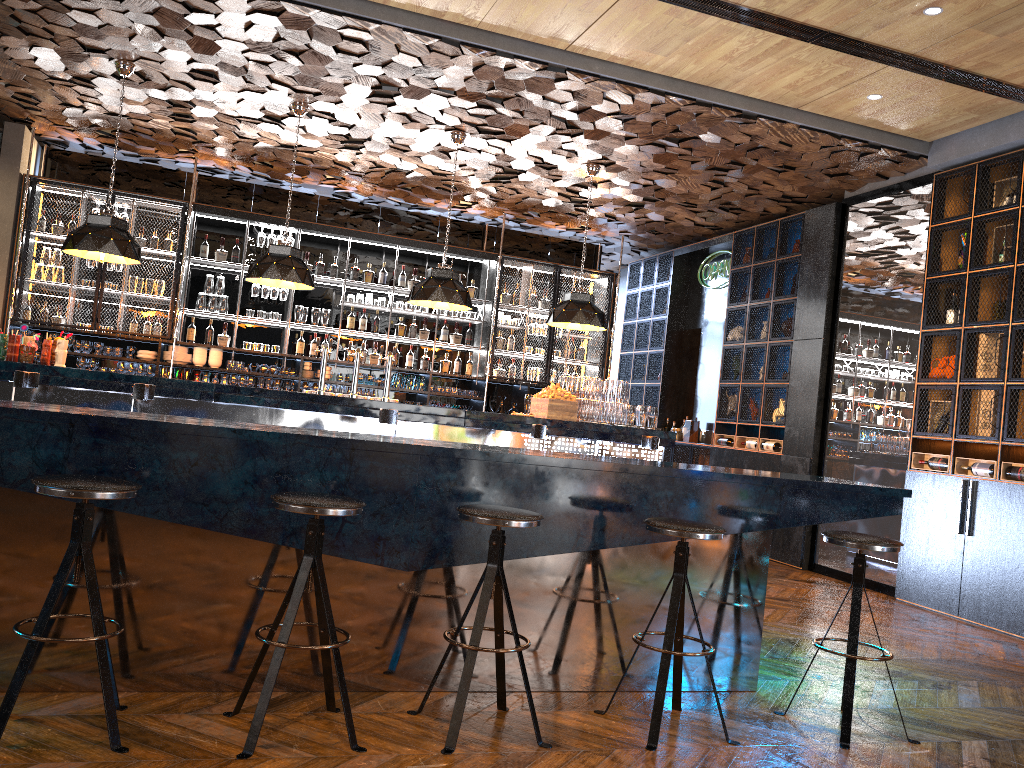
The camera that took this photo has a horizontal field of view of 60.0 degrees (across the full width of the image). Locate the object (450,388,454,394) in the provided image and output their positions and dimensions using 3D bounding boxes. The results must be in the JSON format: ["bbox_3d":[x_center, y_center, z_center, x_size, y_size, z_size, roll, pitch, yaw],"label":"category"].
[{"bbox_3d":[-0.705,0.087,10.659,0.084,0.082,0.084,6,-2,-13],"label":"object"}]

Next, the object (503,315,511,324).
[{"bbox_3d":[-0.058,-0.795,10.932,0.089,0.092,0.089,6,-2,7],"label":"object"}]

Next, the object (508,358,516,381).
[{"bbox_3d":[0.004,-0.175,11.011,0.086,0.299,0.086,5,-2,30],"label":"object"}]

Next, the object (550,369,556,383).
[{"bbox_3d":[0.494,-0.074,11.084,0.105,0.209,0.105,7,-2,-34],"label":"object"}]

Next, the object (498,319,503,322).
[{"bbox_3d":[-0.148,-0.808,10.875,0.089,0.092,0.089,6,-2,7],"label":"object"}]

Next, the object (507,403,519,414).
[{"bbox_3d":[0.017,0.359,10.862,0.158,0.248,0.158,7,-2,-24],"label":"object"}]

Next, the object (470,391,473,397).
[{"bbox_3d":[-0.467,0.120,10.727,0.098,0.070,0.088,6,-2,8],"label":"object"}]

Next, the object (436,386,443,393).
[{"bbox_3d":[-0.861,0.065,10.504,0.084,0.082,0.084,7,-2,-18],"label":"object"}]

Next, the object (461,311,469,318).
[{"bbox_3d":[-0.573,-0.836,10.736,0.089,0.092,0.089,5,-2,20],"label":"object"}]

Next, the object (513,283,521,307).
[{"bbox_3d":[0.063,-1.107,11.031,0.086,0.297,0.086,5,-2,30],"label":"object"}]

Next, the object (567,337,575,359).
[{"bbox_3d":[0.761,-0.451,11.271,0.086,0.299,0.086,5,-2,30],"label":"object"}]

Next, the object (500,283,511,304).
[{"bbox_3d":[-0.074,-1.114,10.966,0.123,0.279,0.123,6,-2,-10],"label":"object"}]

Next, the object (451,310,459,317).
[{"bbox_3d":[-0.694,-0.849,10.735,0.089,0.092,0.089,7,-2,-19],"label":"object"}]

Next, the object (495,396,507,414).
[{"bbox_3d":[-0.131,0.310,10.871,0.170,0.313,0.170,7,-2,-24],"label":"object"}]

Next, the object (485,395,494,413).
[{"bbox_3d":[-0.298,0.293,10.814,0.186,0.307,0.186,7,-2,-13],"label":"object"}]

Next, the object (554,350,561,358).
[{"bbox_3d":[0.569,-0.373,11.157,0.089,0.092,0.089,7,-3,-34],"label":"object"}]

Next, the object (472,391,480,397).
[{"bbox_3d":[-0.433,0.121,10.635,0.088,0.070,0.098,6,-2,-9],"label":"object"}]

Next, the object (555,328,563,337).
[{"bbox_3d":[0.593,-0.710,11.113,0.092,0.244,0.092,7,-2,-24],"label":"object"}]

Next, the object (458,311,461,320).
[{"bbox_3d":[-0.654,-0.840,10.875,0.089,0.092,0.089,7,-2,-33],"label":"object"}]

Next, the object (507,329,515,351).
[{"bbox_3d":[-0.008,-0.540,11.018,0.086,0.298,0.086,5,-2,30],"label":"object"}]

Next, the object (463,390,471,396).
[{"bbox_3d":[-0.544,0.109,10.649,0.088,0.070,0.098,5,-2,16],"label":"object"}]

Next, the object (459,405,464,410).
[{"bbox_3d":[-0.608,0.341,10.859,0.107,0.152,0.107,7,-2,-13],"label":"object"}]

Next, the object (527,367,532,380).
[{"bbox_3d":[0.236,-0.101,11.114,0.105,0.209,0.105,7,-2,-34],"label":"object"}]

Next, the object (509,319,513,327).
[{"bbox_3d":[0.015,-0.760,11.117,0.089,0.092,0.089,6,-2,7],"label":"object"}]

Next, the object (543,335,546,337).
[{"bbox_3d":[0.442,-0.721,11.236,0.092,0.244,0.092,7,-2,-24],"label":"object"}]

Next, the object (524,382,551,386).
[{"bbox_3d":[0.367,0.008,11.075,0.437,0.019,0.273,7,-2,-19],"label":"object"}]

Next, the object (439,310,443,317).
[{"bbox_3d":[-0.843,-0.862,10.800,0.089,0.092,0.089,5,-2,25],"label":"object"}]

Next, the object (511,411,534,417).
[{"bbox_3d":[0.087,0.270,7.851,0.198,0.045,0.377,5,-2,20],"label":"object"}]

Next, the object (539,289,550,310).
[{"bbox_3d":[0.409,-1.057,11.148,0.123,0.279,0.123,7,-2,-15],"label":"object"}]

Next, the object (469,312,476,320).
[{"bbox_3d":[-0.481,-0.825,10.774,0.089,0.092,0.089,7,-2,-33],"label":"object"}]

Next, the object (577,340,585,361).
[{"bbox_3d":[0.889,-0.427,11.312,0.083,0.282,0.083,6,-2,-9],"label":"object"}]

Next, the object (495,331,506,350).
[{"bbox_3d":[-0.151,-0.532,10.954,0.151,0.248,0.094,6,-2,-10],"label":"object"}]

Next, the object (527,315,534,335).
[{"bbox_3d":[0.245,-0.744,11.168,0.092,0.244,0.092,7,-2,-24],"label":"object"}]

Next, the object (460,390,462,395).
[{"bbox_3d":[-0.604,0.110,10.838,0.088,0.070,0.098,7,-3,-34],"label":"object"}]

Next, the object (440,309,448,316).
[{"bbox_3d":[-0.820,-0.865,10.660,0.089,0.092,0.089,7,-2,-33],"label":"object"}]

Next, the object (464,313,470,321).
[{"bbox_3d":[-0.555,-0.828,10.922,0.089,0.092,0.089,5,-2,20],"label":"object"}]

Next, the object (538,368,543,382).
[{"bbox_3d":[0.373,-0.086,11.105,0.105,0.209,0.105,7,-2,-34],"label":"object"}]

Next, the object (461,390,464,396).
[{"bbox_3d":[-0.574,0.109,10.742,0.088,0.070,0.098,6,-2,4],"label":"object"}]

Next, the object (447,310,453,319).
[{"bbox_3d":[-0.761,-0.851,10.864,0.089,0.092,0.089,7,-2,-33],"label":"object"}]

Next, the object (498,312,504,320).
[{"bbox_3d":[-0.146,-0.834,10.876,0.089,0.092,0.089,6,-2,7],"label":"object"}]

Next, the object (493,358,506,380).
[{"bbox_3d":[-0.151,-0.183,10.940,0.123,0.279,0.123,7,-2,-30],"label":"object"}]

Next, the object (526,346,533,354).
[{"bbox_3d":[0.210,-0.417,10.990,0.089,0.092,0.089,7,-3,-34],"label":"object"}]

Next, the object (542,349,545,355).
[{"bbox_3d":[0.365,-0.392,11.222,0.089,0.092,0.089,8,-3,-43],"label":"object"}]

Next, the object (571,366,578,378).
[{"bbox_3d":[0.799,-0.079,11.295,0.086,0.298,0.086,5,-2,30],"label":"object"}]

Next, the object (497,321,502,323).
[{"bbox_3d":[-0.151,-0.786,10.874,0.089,0.092,0.089,6,-2,7],"label":"object"}]

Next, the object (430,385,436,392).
[{"bbox_3d":[-0.938,0.056,10.480,0.084,0.082,0.084,7,-2,-26],"label":"object"}]

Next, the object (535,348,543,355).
[{"bbox_3d":[0.336,-0.400,11.093,0.089,0.092,0.089,7,-2,-18],"label":"object"}]

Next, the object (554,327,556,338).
[{"bbox_3d":[0.539,-0.710,11.269,0.092,0.244,0.092,7,-2,-24],"label":"object"}]

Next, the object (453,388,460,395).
[{"bbox_3d":[-0.656,0.089,10.572,0.084,0.082,0.084,8,-3,-37],"label":"object"}]

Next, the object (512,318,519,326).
[{"bbox_3d":[0.047,-0.762,10.955,0.089,0.092,0.089,5,-2,32],"label":"object"}]

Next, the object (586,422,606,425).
[{"bbox_3d":[0.774,0.373,8.688,0.273,0.019,0.437,7,-2,-19],"label":"object"}]

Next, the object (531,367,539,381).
[{"bbox_3d":[0.280,-0.100,11.007,0.105,0.209,0.105,7,-2,-34],"label":"object"}]

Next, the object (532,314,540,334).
[{"bbox_3d":[0.299,-0.744,11.012,0.092,0.244,0.092,7,-2,-24],"label":"object"}]

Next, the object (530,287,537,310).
[{"bbox_3d":[0.263,-1.077,11.097,0.083,0.282,0.083,7,-2,-19],"label":"object"}]

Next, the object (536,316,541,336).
[{"bbox_3d":[0.349,-0.732,11.204,0.092,0.244,0.092,7,-2,-24],"label":"object"}]

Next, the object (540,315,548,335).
[{"bbox_3d":[0.402,-0.732,11.048,0.092,0.244,0.092,7,-2,-24],"label":"object"}]

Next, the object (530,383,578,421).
[{"bbox_3d":[0.401,0.157,8.061,0.340,0.332,0.464,7,-2,-16],"label":"object"}]

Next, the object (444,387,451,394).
[{"bbox_3d":[-0.769,0.076,10.533,0.084,0.082,0.084,6,-2,-1],"label":"object"}]

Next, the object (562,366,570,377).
[{"bbox_3d":[0.685,-0.086,11.242,0.083,0.282,0.083,7,-2,-34],"label":"object"}]
